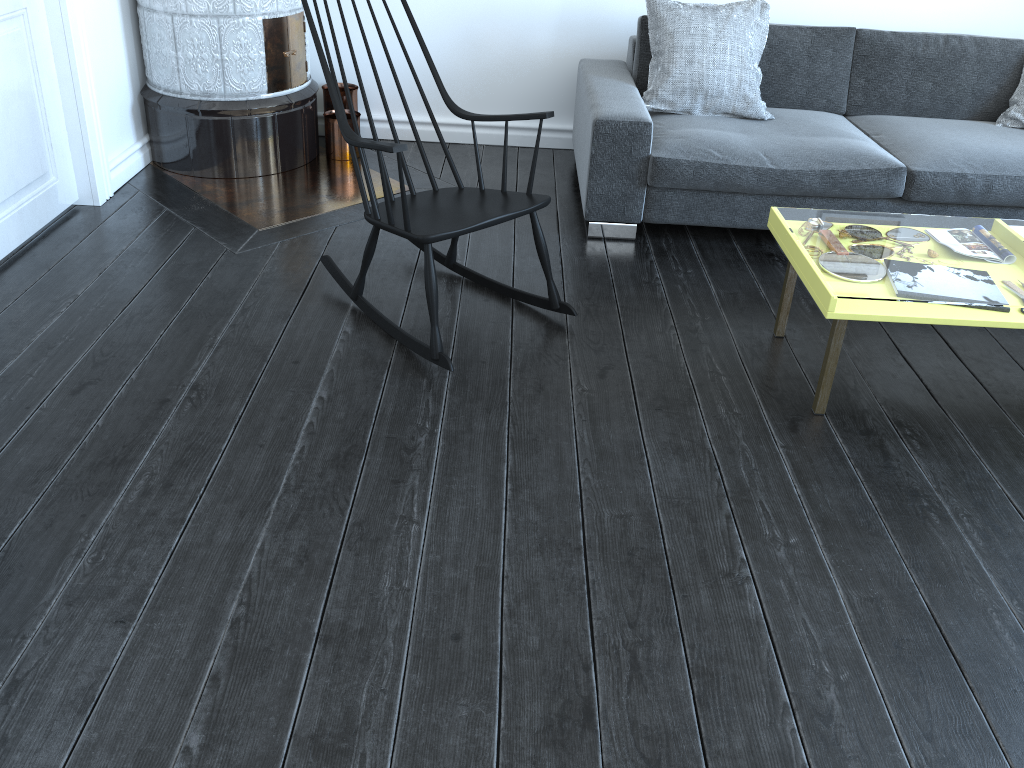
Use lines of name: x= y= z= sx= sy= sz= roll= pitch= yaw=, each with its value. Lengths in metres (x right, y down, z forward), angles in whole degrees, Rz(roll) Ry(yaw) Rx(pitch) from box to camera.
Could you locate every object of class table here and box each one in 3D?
table: x=1.478 y=-0.176 z=2.526 sx=1.400 sy=0.381 sz=0.631 roll=3 pitch=30 yaw=0

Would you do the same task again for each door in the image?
door: x=-1.623 y=-1.496 z=2.510 sx=0.116 sy=2.357 sz=1.228 roll=3 pitch=28 yaw=-1

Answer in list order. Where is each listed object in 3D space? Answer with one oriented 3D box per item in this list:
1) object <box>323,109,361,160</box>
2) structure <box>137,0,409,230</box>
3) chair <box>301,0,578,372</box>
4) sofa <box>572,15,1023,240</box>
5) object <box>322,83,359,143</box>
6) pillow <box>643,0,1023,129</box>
object: x=-0.792 y=-1.165 z=4.123 sx=0.174 sy=0.190 sz=0.180 roll=-2 pitch=30 yaw=-9
structure: x=-1.048 y=-2.207 z=3.347 sx=0.795 sy=2.752 sz=1.305 roll=-22 pitch=37 yaw=-39
chair: x=-0.271 y=-0.708 z=2.687 sx=0.626 sy=0.957 sz=0.931 roll=-22 pitch=38 yaw=-39
sofa: x=1.480 y=-1.076 z=3.706 sx=2.372 sy=0.690 sz=1.139 roll=3 pitch=30 yaw=0
object: x=-0.828 y=-1.299 z=4.266 sx=0.173 sy=0.267 sz=0.184 roll=3 pitch=29 yaw=-1
pillow: x=1.559 y=-1.330 z=3.698 sx=2.056 sy=0.469 sz=0.502 roll=5 pitch=30 yaw=4
